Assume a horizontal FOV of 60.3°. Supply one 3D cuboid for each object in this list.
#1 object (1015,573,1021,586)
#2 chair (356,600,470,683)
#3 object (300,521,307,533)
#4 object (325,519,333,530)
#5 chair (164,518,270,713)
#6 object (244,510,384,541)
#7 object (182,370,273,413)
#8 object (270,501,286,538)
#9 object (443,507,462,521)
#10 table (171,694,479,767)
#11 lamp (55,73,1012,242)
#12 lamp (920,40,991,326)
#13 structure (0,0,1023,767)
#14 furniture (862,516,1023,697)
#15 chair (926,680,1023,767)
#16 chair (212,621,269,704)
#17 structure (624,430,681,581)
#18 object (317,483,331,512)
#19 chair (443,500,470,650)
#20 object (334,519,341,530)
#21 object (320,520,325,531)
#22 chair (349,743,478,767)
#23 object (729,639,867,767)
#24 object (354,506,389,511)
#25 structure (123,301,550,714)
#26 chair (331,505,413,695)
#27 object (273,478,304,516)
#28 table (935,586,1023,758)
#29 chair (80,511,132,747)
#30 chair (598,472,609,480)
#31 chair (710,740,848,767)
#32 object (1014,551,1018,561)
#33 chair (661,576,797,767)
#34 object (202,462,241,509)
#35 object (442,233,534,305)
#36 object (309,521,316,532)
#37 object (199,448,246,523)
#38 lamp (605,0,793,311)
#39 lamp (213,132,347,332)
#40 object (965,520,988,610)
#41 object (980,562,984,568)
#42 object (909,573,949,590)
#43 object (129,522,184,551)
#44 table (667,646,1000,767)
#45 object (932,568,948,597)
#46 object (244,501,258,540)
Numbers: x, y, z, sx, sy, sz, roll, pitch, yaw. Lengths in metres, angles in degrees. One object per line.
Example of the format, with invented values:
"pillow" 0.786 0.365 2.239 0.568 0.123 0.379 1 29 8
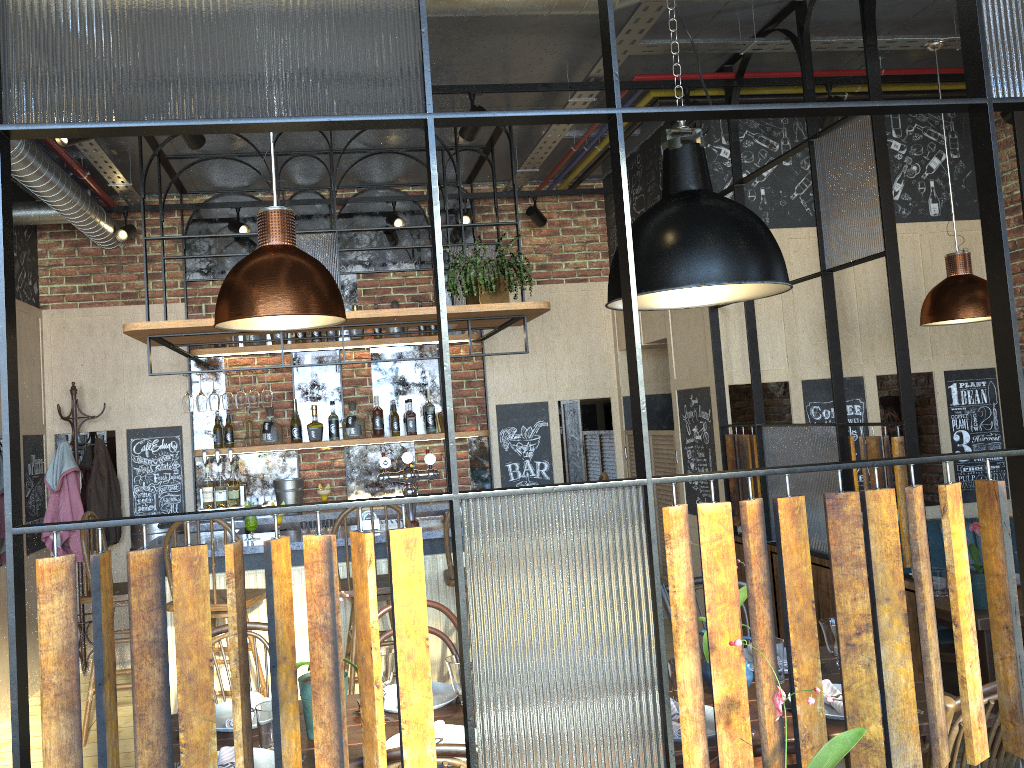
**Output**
"object" 2.330 0.927 4.229 0.339 0.051 0.257 -5 -3 34
"chair" -0.331 1.225 2.882 0.444 0.922 0.541 -5 -4 7
"object" -1.186 0.815 5.024 0.041 0.059 0.043 -3 -4 -20
"object" -1.046 0.807 5.049 0.041 0.059 0.043 -3 -4 -20
"chair" -1.449 1.222 4.379 0.442 1.198 0.404 -5 -4 10
"object" -1.089 0.779 4.838 0.758 0.106 0.202 -4 -3 -7
"object" -1.590 0.040 4.920 0.492 0.208 0.066 -4 -4 -7
"object" -1.287 0.743 4.854 0.109 0.197 0.102 -5 -4 19
"object" -0.296 0.739 5.019 0.170 0.091 0.095 -2 -4 -34
"table" -0.442 1.310 2.349 1.018 0.729 0.735 -4 -3 -9
"lamp" -0.529 -1.346 3.268 7.137 0.274 6.335 -4 -2 -9
"lamp" 2.063 -0.957 4.156 0.359 1.338 0.376 -3 -4 -17
"structure" -0.795 0.077 3.538 5.643 3.333 6.236 -3 -3 -26
"furniture" 2.368 1.142 4.259 1.473 0.824 1.460 -4 -3 -9
"chair" 0.974 1.106 2.094 0.391 0.917 0.538 -2 -4 -25
"chair" -0.770 1.249 2.749 0.388 0.917 0.543 -2 -4 -35
"structure" -0.971 0.907 4.977 4.789 0.996 1.322 -2 -3 -34
"object" -1.326 0.800 6.226 0.109 0.197 0.102 -5 -4 19
"chair" -0.127 1.139 4.569 0.432 1.198 0.414 -4 -4 -5
"object" -1.000 0.804 5.054 0.042 0.059 0.041 -4 -3 1
"object" -1.093 0.810 5.052 0.041 0.059 0.043 -3 -4 -20
"chair" -0.176 1.180 1.959 0.403 0.917 0.523 -4 -4 -5
"object" 0.466 0.636 1.411 0.216 0.427 0.134 -6 -4 25
"object" -1.008 0.868 6.216 0.317 0.019 0.236 -4 -2 0
"structure" -1.008 0.739 5.502 2.310 2.178 1.759 -4 -3 -9
"chair" -0.707 1.176 4.500 0.425 1.198 0.421 -3 -4 -15
"object" -1.556 0.789 6.162 0.227 0.246 0.207 -7 -4 41
"table" 2.208 1.254 3.979 0.734 0.604 0.752 -4 -3 -9
"chair" -2.125 1.285 4.829 0.406 1.198 0.440 -4 -4 -11
"chair" 0.412 1.123 5.131 0.413 1.198 0.433 -4 -4 -1
"chair" 0.561 1.126 1.854 0.444 0.922 0.541 -5 -4 7
"object" 2.305 0.846 3.927 0.094 0.192 0.102 -2 -4 -30
"chair" 0.774 1.153 2.970 0.403 0.917 0.523 -4 -4 -5
"object" -2.022 0.702 6.122 0.256 0.303 0.086 -4 -4 -7
"object" -0.083 -0.622 4.940 0.478 0.370 0.630 -2 -3 -32
"object" -1.137 0.812 5.030 0.041 0.059 0.043 -3 -4 -20
"object" -2.020 0.695 6.108 0.307 0.493 0.207 -4 -4 -8
"lamp" 0.495 -0.912 2.638 0.533 1.329 0.524 -4 -4 3
"lamp" -0.690 -0.832 2.499 0.352 1.338 0.384 -1 -5 -37
"object" 1.990 0.743 3.766 0.194 0.427 0.153 -2 -4 -31
"object" 2.227 0.894 4.099 0.080 0.120 0.088 -1 -4 -40
"object" 1.964 0.951 4.216 0.322 0.051 0.271 -4 -2 -6
"object" -2.363 1.418 5.959 0.413 1.037 0.384 -6 -4 26
"table" 0.668 1.240 2.480 1.018 0.729 0.735 -4 -3 -9
"object" 1.955 0.911 4.043 0.080 0.120 0.088 -1 -4 -40
"object" -1.437 0.747 4.855 0.066 0.211 0.071 -2 -4 -26
